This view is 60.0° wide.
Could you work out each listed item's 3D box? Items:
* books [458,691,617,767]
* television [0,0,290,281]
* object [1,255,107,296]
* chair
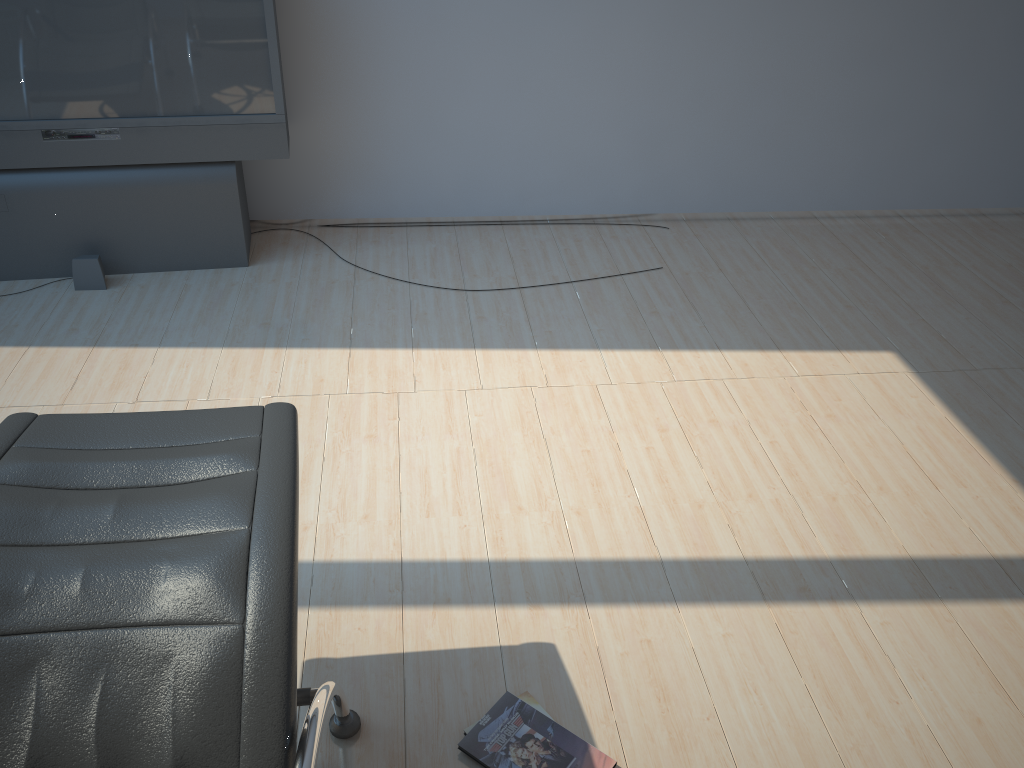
[{"bbox_3d":[-1.251,0.212,2.761,1.045,0.222,4.790,-23,40,-33],"label":"books"},{"bbox_3d":[-1.847,-1.212,3.820,1.686,1.446,0.400,-5,33,-11],"label":"television"},{"bbox_3d":[-2.372,-0.548,3.963,1.163,0.141,0.394,14,34,17],"label":"object"},{"bbox_3d":[-0.672,0.796,1.198,0.836,0.953,2.114,-2,33,-7],"label":"chair"}]
